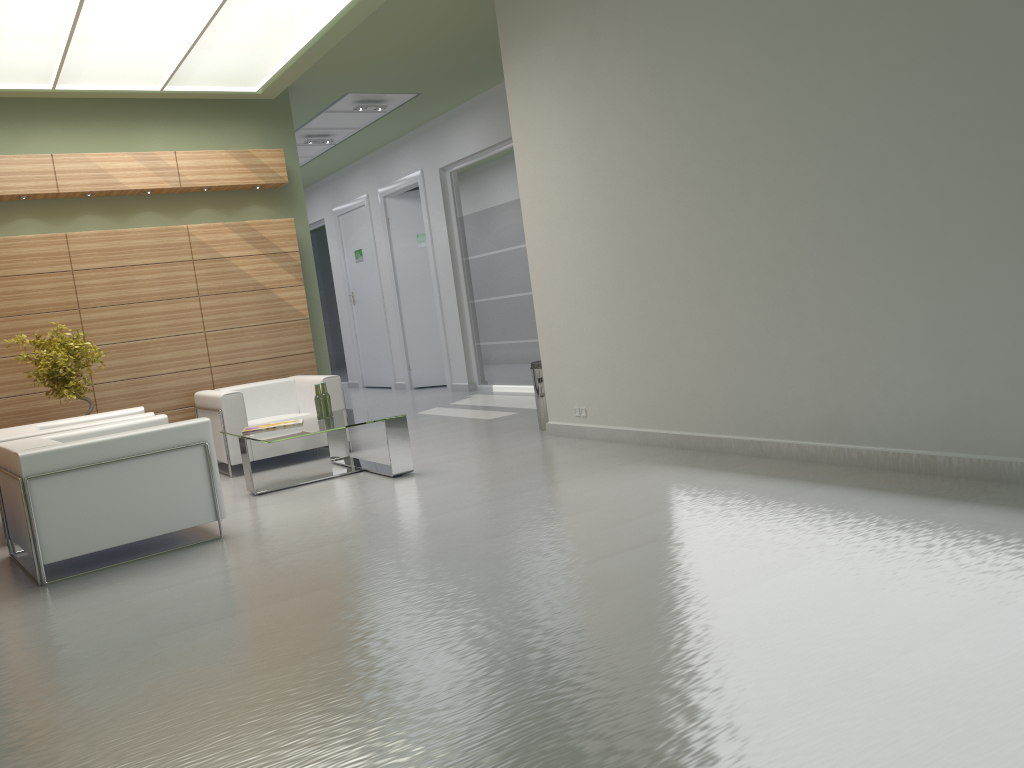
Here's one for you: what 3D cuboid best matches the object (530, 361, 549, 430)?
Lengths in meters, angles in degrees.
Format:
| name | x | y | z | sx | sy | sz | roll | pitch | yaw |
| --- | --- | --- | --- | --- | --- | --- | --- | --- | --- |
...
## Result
| name | x | y | z | sx | sy | sz | roll | pitch | yaw |
| --- | --- | --- | --- | --- | --- | --- | --- | --- | --- |
| object | 0.568 | 0.157 | 13.451 | 0.482 | 1.027 | 0.483 | -5 | 6 | 30 |

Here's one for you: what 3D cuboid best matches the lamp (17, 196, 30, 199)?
| name | x | y | z | sx | sy | sz | roll | pitch | yaw |
| --- | --- | --- | --- | --- | --- | --- | --- | --- | --- |
| lamp | -7.399 | -2.847 | 13.426 | 0.181 | 0.074 | 0.181 | -12 | 7 | -37 |

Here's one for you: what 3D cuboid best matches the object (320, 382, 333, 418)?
| name | x | y | z | sx | sy | sz | roll | pitch | yaw |
| --- | --- | --- | --- | --- | --- | --- | --- | --- | --- |
| object | -2.510 | 0.214 | 11.953 | 0.131 | 0.475 | 0.131 | -5 | 6 | 23 |

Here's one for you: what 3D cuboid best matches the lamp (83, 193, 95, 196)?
| name | x | y | z | sx | sy | sz | roll | pitch | yaw |
| --- | --- | --- | --- | --- | --- | --- | --- | --- | --- |
| lamp | -6.636 | -2.993 | 13.899 | 0.181 | 0.074 | 0.181 | -6 | 6 | 19 |

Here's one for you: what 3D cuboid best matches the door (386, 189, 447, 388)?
| name | x | y | z | sx | sy | sz | roll | pitch | yaw |
| --- | --- | --- | --- | --- | --- | --- | --- | --- | --- |
| door | -2.051 | -2.490 | 23.028 | 2.089 | 5.083 | 0.134 | -5 | 6 | 28 |

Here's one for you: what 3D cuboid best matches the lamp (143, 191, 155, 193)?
| name | x | y | z | sx | sy | sz | roll | pitch | yaw |
| --- | --- | --- | --- | --- | --- | --- | --- | --- | --- |
| lamp | -5.888 | -3.135 | 14.362 | 0.181 | 0.074 | 0.181 | -12 | 7 | -37 |

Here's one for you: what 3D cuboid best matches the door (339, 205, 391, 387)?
| name | x | y | z | sx | sy | sz | roll | pitch | yaw |
| --- | --- | --- | --- | --- | --- | --- | --- | --- | --- |
| door | -4.235 | -2.423 | 25.446 | 0.250 | 5.083 | 2.089 | -11 | 6 | -31 |

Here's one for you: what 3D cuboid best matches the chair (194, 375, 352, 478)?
| name | x | y | z | sx | sy | sz | roll | pitch | yaw |
| --- | --- | --- | --- | --- | --- | --- | --- | --- | --- |
| chair | -3.766 | 0.596 | 13.904 | 1.894 | 1.234 | 1.802 | -11 | 6 | -31 |

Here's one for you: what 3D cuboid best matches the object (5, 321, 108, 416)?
| name | x | y | z | sx | sy | sz | roll | pitch | yaw |
| --- | --- | --- | --- | --- | --- | --- | --- | --- | --- |
| object | -6.316 | 0.379 | 12.543 | 1.116 | 2.565 | 1.201 | -5 | 6 | 27 |

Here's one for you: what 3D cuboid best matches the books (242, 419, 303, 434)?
| name | x | y | z | sx | sy | sz | roll | pitch | yaw |
| --- | --- | --- | --- | --- | --- | --- | --- | --- | --- |
| books | -3.143 | 0.552 | 11.681 | 0.762 | 0.025 | 0.508 | -9 | 5 | -11 |

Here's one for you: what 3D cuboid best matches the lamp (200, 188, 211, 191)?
| name | x | y | z | sx | sy | sz | roll | pitch | yaw |
| --- | --- | --- | --- | --- | --- | --- | --- | --- | --- |
| lamp | -5.131 | -3.280 | 14.832 | 0.181 | 0.074 | 0.181 | -6 | 6 | 19 |

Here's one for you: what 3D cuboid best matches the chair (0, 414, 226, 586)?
| name | x | y | z | sx | sy | sz | roll | pitch | yaw |
| --- | --- | --- | --- | --- | --- | --- | --- | --- | --- |
| chair | -4.186 | 1.088 | 9.212 | 1.802 | 1.234 | 1.894 | -11 | 7 | -36 |

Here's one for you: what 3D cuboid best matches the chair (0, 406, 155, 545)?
| name | x | y | z | sx | sy | sz | roll | pitch | yaw |
| --- | --- | --- | --- | --- | --- | --- | --- | --- | --- |
| chair | -5.400 | 1.065 | 11.195 | 1.769 | 1.234 | 1.894 | -10 | 6 | -26 |

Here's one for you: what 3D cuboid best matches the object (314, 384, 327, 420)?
| name | x | y | z | sx | sy | sz | roll | pitch | yaw |
| --- | --- | --- | --- | --- | --- | --- | --- | --- | --- |
| object | -2.555 | 0.236 | 11.783 | 0.131 | 0.475 | 0.131 | -5 | 6 | 23 |

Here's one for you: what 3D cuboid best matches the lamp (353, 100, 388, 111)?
| name | x | y | z | sx | sy | sz | roll | pitch | yaw |
| --- | --- | --- | --- | --- | --- | --- | --- | --- | --- |
| lamp | -2.897 | -5.684 | 18.106 | 0.657 | 0.159 | 0.286 | -11 | 6 | -31 |

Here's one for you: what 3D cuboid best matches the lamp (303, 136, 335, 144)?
| name | x | y | z | sx | sy | sz | roll | pitch | yaw |
| --- | --- | --- | --- | --- | --- | --- | --- | --- | --- |
| lamp | -4.509 | -5.710 | 20.698 | 0.657 | 0.159 | 0.286 | -11 | 6 | -31 |

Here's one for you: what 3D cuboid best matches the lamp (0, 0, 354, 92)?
| name | x | y | z | sx | sy | sz | roll | pitch | yaw |
| --- | --- | --- | --- | --- | --- | --- | --- | --- | --- |
| lamp | -4.819 | -4.603 | 11.328 | 4.571 | 0.325 | 5.060 | -11 | 6 | -31 |

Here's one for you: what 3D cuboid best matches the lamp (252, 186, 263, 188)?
| name | x | y | z | sx | sy | sz | roll | pitch | yaw |
| --- | --- | --- | --- | --- | --- | --- | --- | --- | --- |
| lamp | -4.388 | -3.422 | 15.292 | 0.181 | 0.074 | 0.181 | -12 | 7 | -37 |

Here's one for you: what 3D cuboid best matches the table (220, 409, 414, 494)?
| name | x | y | z | sx | sy | sz | roll | pitch | yaw |
| --- | --- | --- | --- | --- | --- | --- | --- | --- | --- |
| table | -2.598 | 0.876 | 11.609 | 1.783 | 0.742 | 2.197 | -11 | 6 | -31 |

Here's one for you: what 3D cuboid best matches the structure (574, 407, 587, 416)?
| name | x | y | z | sx | sy | sz | roll | pitch | yaw |
| --- | --- | --- | --- | --- | --- | --- | --- | --- | --- |
| structure | 0.930 | 0.379 | 12.107 | 0.017 | 0.118 | 0.262 | -11 | 6 | -31 |
